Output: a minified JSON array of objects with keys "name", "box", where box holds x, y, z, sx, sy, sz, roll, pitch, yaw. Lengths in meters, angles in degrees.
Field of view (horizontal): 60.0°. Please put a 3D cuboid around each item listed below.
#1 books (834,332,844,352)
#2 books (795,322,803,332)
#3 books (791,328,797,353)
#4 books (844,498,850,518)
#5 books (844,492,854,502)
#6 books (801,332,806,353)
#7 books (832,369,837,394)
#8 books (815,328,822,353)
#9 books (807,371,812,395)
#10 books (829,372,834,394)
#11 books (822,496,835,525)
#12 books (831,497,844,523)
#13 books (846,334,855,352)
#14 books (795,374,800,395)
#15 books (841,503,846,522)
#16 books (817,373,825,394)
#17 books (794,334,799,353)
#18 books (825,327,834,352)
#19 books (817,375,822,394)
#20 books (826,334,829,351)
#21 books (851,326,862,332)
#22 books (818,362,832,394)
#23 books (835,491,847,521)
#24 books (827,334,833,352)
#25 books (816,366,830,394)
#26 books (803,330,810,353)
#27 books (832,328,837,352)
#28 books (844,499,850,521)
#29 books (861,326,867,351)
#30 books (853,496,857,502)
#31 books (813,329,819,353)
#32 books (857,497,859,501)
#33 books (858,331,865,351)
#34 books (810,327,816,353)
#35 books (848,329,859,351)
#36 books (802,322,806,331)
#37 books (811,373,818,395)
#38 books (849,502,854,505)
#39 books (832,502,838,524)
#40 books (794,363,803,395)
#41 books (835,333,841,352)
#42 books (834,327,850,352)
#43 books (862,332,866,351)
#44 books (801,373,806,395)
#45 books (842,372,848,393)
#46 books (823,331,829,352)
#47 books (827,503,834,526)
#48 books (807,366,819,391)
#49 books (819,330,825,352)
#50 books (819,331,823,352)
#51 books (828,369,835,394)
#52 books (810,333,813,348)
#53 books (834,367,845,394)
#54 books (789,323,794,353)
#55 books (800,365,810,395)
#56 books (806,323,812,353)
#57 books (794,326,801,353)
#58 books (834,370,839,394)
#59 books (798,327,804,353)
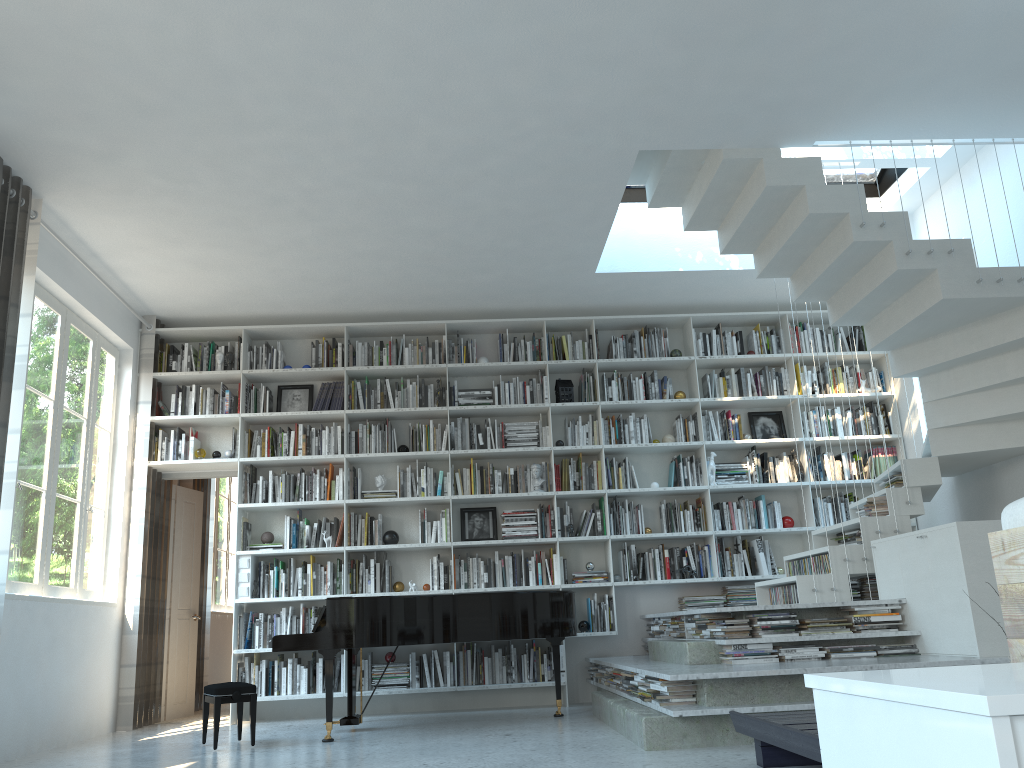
[{"name":"books","box":[2.884,-0.329,7.824,0.010,0.235,0.132,-2,-15,-3]},{"name":"books","box":[2.538,-0.366,7.808,0.014,0.330,0.143,-2,-15,-3]},{"name":"books","box":[2.450,-0.339,7.787,0.022,0.274,0.160,-2,-15,-3]},{"name":"books","box":[2.797,1.088,7.440,0.027,0.241,0.132,-2,-15,-3]},{"name":"books","box":[2.837,1.061,7.429,0.011,0.284,0.161,-2,-15,-3]},{"name":"books","box":[2.524,-0.322,7.773,0.022,0.228,0.175,-2,-15,-3]},{"name":"books","box":[2.748,0.005,7.637,0.012,0.237,0.166,-2,-15,-3]},{"name":"books","box":[2.669,-0.340,7.800,0.029,0.263,0.179,-2,-15,-3]},{"name":"books","box":[2.528,0.016,7.611,0.049,0.223,0.162,-2,-15,-3]},{"name":"books","box":[2.714,0.020,7.625,0.014,0.205,0.184,-2,-15,-3]},{"name":"books","box":[2.651,1.079,7.429,0.024,0.266,0.133,-2,-15,-3]},{"name":"books","box":[2.704,1.077,7.398,0.027,0.248,0.184,-2,-15,-3]},{"name":"books","box":[2.966,-0.319,7.795,0.024,0.192,0.187,-2,-15,-3]},{"name":"books","box":[2.424,-0.009,7.633,0.036,0.293,0.135,-2,-15,-3]},{"name":"books","box":[2.744,1.106,7.422,0.027,0.200,0.164,-2,-15,-3]},{"name":"books","box":[2.649,0.022,7.632,0.025,0.211,0.135,-2,-15,-3]},{"name":"books","box":[2.474,-0.311,7.792,0.025,0.222,0.137,-2,-15,-3]},{"name":"books","box":[2.801,-0.352,7.820,0.012,0.284,0.160,-2,-15,-3]},{"name":"books","box":[2.617,0.038,7.661,0.038,0.198,0.171,-2,-15,-3]},{"name":"books","box":[2.754,-0.320,7.817,0.014,0.225,0.133,-2,-15,-3]},{"name":"books","box":[3.060,-0.375,7.835,0.014,0.312,0.162,-2,-15,-3]},{"name":"books","box":[2.694,-0.024,7.632,0.022,0.295,0.152,-2,-15,-3]},{"name":"books","box":[2.762,1.059,7.435,0.013,0.296,0.141,-2,-15,-3]},{"name":"books","box":[2.775,-0.316,7.802,0.026,0.207,0.163,-2,-15,-3]},{"name":"books","box":[2.673,-0.004,7.621,0.023,0.253,0.190,-2,-15,-3]},{"name":"books","box":[2.558,-0.329,7.784,0.023,0.243,0.183,-2,-15,-3]},{"name":"books","box":[2.815,-0.343,7.813,0.015,0.262,0.143,-2,-15,-3]},{"name":"books","box":[2.778,1.089,7.422,0.014,0.230,0.173,-2,-15,-3]},{"name":"books","box":[3.094,-0.364,7.838,0.012,0.291,0.140,-2,-15,-3]},{"name":"books","box":[2.870,1.077,7.438,0.012,0.253,0.161,-2,-15,-3]},{"name":"books","box":[2.644,-0.337,7.797,0.022,0.258,0.163,-2,-15,-3]},{"name":"books","box":[2.883,1.083,7.433,0.013,0.239,0.166,-2,-15,-3]},{"name":"books","box":[3.051,-0.334,7.800,0.012,0.215,0.193,-2,-15,-3]},{"name":"books","box":[2.619,-0.343,7.802,0.027,0.274,0.149,-2,-15,-3]},{"name":"books","box":[3.009,-0.342,7.820,0.068,0.246,0.161,-2,-15,-3]},{"name":"books","box":[2.573,-0.364,7.811,0.012,0.325,0.152,-2,-15,-3]},{"name":"books","box":[2.566,0.027,7.603,0.024,0.193,0.190,-2,-15,-3]},{"name":"books","box":[2.823,1.097,7.410,0.021,0.205,0.175,-2,-15,-3]},{"name":"books","box":[2.677,1.105,7.417,0.025,0.207,0.149,-2,-15,-3]},{"name":"books","box":[2.448,-0.017,7.612,0.010,0.293,0.183,-2,-15,-3]},{"name":"books","box":[2.852,-0.320,7.806,0.057,0.211,0.163,-2,-15,-3]},{"name":"books","box":[2.916,-0.351,7.828,0.069,0.276,0.132,-2,-15,-3]},{"name":"books","box":[3.079,-0.330,7.832,0.021,0.222,0.131,-2,-15,-3]},{"name":"books","box":[2.467,0.026,7.602,0.024,0.204,0.166,-2,-15,-3]},{"name":"books","box":[2.862,0.026,7.701,0.023,0.220,0.172,-2,-15,-3]},{"name":"books","box":[2.735,-0.329,7.800,0.025,0.236,0.144,-2,-15,-3]},{"name":"books","box":[2.627,1.106,7.401,0.029,0.201,0.173,-2,-15,-3]},{"name":"books","box":[2.587,-0.003,7.628,0.023,0.263,0.158,-2,-15,-3]},{"name":"books","box":[2.708,-0.332,7.808,0.027,0.249,0.155,-2,-15,-3]},{"name":"books","box":[2.690,-0.328,7.796,0.011,0.236,0.149,-2,-15,-3]},{"name":"books","box":[2.731,0.003,7.637,0.022,0.241,0.145,-2,-15,-3]},{"name":"books","box":[2.599,-0.335,7.797,0.014,0.259,0.168,-2,-15,-3]},{"name":"books","box":[2.787,0.005,7.652,0.042,0.241,0.248,-2,-15,-3]},{"name":"books","box":[2.423,-0.360,7.777,0.011,0.312,0.173,-2,-15,-3]},{"name":"books","box":[2.491,-0.005,7.603,0.026,0.262,0.189,-2,-15,-3]},{"name":"books","box":[2.586,-0.359,7.795,0.012,0.305,0.185,-2,-15,-3]},{"name":"books","box":[2.492,-0.346,7.787,0.013,0.285,0.151,-2,-15,-3]},{"name":"books","box":[2.761,0.009,7.627,0.013,0.221,0.175,-2,-15,-3]},{"name":"books","box":[2.506,-0.342,7.773,0.012,0.268,0.185,-2,-15,-3]}]
